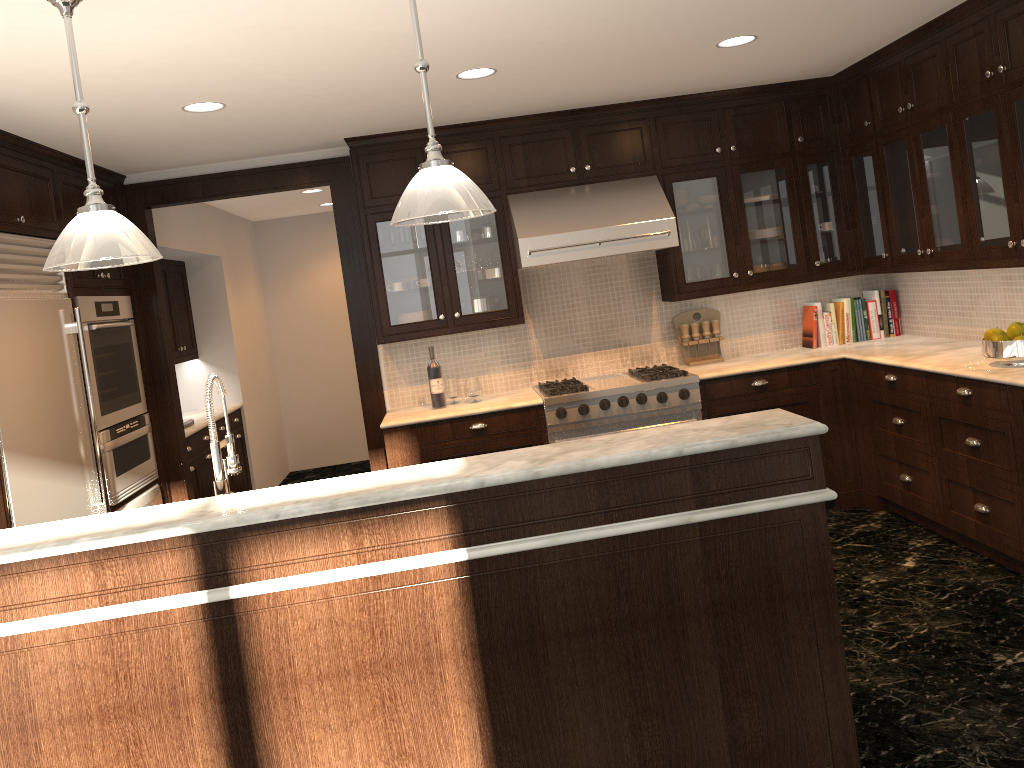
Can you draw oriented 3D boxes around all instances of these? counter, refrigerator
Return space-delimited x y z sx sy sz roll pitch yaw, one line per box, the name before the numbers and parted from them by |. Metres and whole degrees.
counter | -2.565 0.325 6.549 0.709 0.032 1.864 -8 6 -4
refrigerator | -2.378 0.414 4.020 0.688 2.117 0.891 -8 2 -4
counter | -0.567 0.461 2.828 2.870 0.032 1.059 -9 6 -4
counter | -0.558 0.315 2.464 2.856 0.032 0.329 -9 6 -4
counter | 0.955 0.046 4.597 3.370 0.032 2.325 -9 6 -4

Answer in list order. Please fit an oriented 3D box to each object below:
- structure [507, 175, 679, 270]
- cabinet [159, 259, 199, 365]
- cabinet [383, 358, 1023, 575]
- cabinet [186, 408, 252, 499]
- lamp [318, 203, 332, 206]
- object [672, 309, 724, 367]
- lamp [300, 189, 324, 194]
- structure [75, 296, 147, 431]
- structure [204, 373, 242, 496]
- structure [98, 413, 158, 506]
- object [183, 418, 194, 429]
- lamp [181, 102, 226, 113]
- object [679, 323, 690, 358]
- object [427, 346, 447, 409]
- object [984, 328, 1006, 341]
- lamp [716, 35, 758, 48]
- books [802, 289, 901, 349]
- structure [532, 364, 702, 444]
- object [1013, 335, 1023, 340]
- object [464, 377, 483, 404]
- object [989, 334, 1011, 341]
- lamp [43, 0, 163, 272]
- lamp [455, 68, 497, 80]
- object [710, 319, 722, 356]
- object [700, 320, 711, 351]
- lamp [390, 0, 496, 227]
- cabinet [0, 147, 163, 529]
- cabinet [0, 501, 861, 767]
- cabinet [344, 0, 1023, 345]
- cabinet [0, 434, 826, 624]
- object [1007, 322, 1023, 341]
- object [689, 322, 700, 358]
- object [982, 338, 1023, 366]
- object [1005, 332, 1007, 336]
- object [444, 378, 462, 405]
structure | 0.462 -1.002 5.392 0.931 0.476 0.642 -8 4 -4
cabinet | -2.823 -0.503 6.523 0.433 0.824 1.864 -8 5 -4
cabinet | 1.019 0.498 4.606 3.370 0.878 2.325 -8 6 -4
cabinet | -2.186 0.662 6.580 0.057 0.744 1.799 -8 6 -4
lamp | -1.760 -1.783 8.443 0.199 0.136 0.197 -11 5 -29
object | 1.216 -0.305 5.676 0.316 0.349 0.110 -8 2 -4
lamp | -1.679 -1.675 7.379 0.197 0.136 0.199 -8 5 1
structure | -2.464 -0.104 4.894 0.614 0.699 0.760 -8 4 -4
structure | -0.923 0.227 2.837 0.051 0.529 0.244 -8 2 -4
structure | -2.431 0.452 4.901 0.665 0.388 0.766 -8 5 -4
object | -2.529 0.139 6.232 0.448 0.405 0.345 -8 3 -4
lamp | -1.425 -1.336 4.055 0.197 0.136 0.199 -8 5 1
object | 1.117 -0.275 5.658 0.061 0.228 0.061 -9 2 -22
object | -0.463 -0.042 5.321 0.094 0.377 0.095 -8 1 11
object | 2.232 -0.210 4.077 0.094 0.098 0.090 -11 4 -36
lamp | 1.070 -1.711 4.243 0.197 0.136 0.199 -5 5 31
books | 2.186 -0.430 5.744 0.603 0.311 0.195 -9 3 -5
structure | 0.658 0.372 5.391 0.906 0.836 0.721 -8 3 -4
object | 2.273 -0.169 3.920 0.091 0.097 0.093 -6 4 26
object | -0.235 0.037 5.354 0.113 0.151 0.112 -9 3 -12
object | 2.216 -0.180 4.005 0.100 0.096 0.092 -7 4 14
lamp | -1.230 -0.732 2.538 0.317 0.782 0.319 -8 2 10
lamp | -0.177 -1.523 4.149 0.199 0.136 0.197 -12 6 -39
object | 1.320 -0.301 5.674 0.061 0.237 0.061 -9 2 -40
object | 1.254 -0.297 5.669 0.062 0.225 0.061 -9 2 -34
lamp | -0.258 -0.878 2.611 0.317 0.782 0.319 -8 2 10
cabinet | -2.439 0.128 4.427 0.757 2.416 1.848 -8 3 -4
cabinet | -0.502 0.897 2.840 2.849 0.911 1.029 -9 4 -4
cabinet | 0.806 -1.016 4.583 3.369 1.252 2.317 -8 5 -4
cabinet | -0.556 0.408 2.465 2.838 0.152 0.294 -9 5 -4
object | 2.287 -0.230 3.988 0.092 0.099 0.095 -10 4 -27
object | 1.183 -0.281 5.663 0.062 0.237 0.061 -9 2 -34
object | 2.307 -0.157 4.006 0.319 0.122 0.319 -9 6 -10
object | 2.281 -0.191 4.091 0.091 0.094 0.091 -6 4 27
object | -0.366 0.047 5.432 0.113 0.151 0.112 -9 3 -12
